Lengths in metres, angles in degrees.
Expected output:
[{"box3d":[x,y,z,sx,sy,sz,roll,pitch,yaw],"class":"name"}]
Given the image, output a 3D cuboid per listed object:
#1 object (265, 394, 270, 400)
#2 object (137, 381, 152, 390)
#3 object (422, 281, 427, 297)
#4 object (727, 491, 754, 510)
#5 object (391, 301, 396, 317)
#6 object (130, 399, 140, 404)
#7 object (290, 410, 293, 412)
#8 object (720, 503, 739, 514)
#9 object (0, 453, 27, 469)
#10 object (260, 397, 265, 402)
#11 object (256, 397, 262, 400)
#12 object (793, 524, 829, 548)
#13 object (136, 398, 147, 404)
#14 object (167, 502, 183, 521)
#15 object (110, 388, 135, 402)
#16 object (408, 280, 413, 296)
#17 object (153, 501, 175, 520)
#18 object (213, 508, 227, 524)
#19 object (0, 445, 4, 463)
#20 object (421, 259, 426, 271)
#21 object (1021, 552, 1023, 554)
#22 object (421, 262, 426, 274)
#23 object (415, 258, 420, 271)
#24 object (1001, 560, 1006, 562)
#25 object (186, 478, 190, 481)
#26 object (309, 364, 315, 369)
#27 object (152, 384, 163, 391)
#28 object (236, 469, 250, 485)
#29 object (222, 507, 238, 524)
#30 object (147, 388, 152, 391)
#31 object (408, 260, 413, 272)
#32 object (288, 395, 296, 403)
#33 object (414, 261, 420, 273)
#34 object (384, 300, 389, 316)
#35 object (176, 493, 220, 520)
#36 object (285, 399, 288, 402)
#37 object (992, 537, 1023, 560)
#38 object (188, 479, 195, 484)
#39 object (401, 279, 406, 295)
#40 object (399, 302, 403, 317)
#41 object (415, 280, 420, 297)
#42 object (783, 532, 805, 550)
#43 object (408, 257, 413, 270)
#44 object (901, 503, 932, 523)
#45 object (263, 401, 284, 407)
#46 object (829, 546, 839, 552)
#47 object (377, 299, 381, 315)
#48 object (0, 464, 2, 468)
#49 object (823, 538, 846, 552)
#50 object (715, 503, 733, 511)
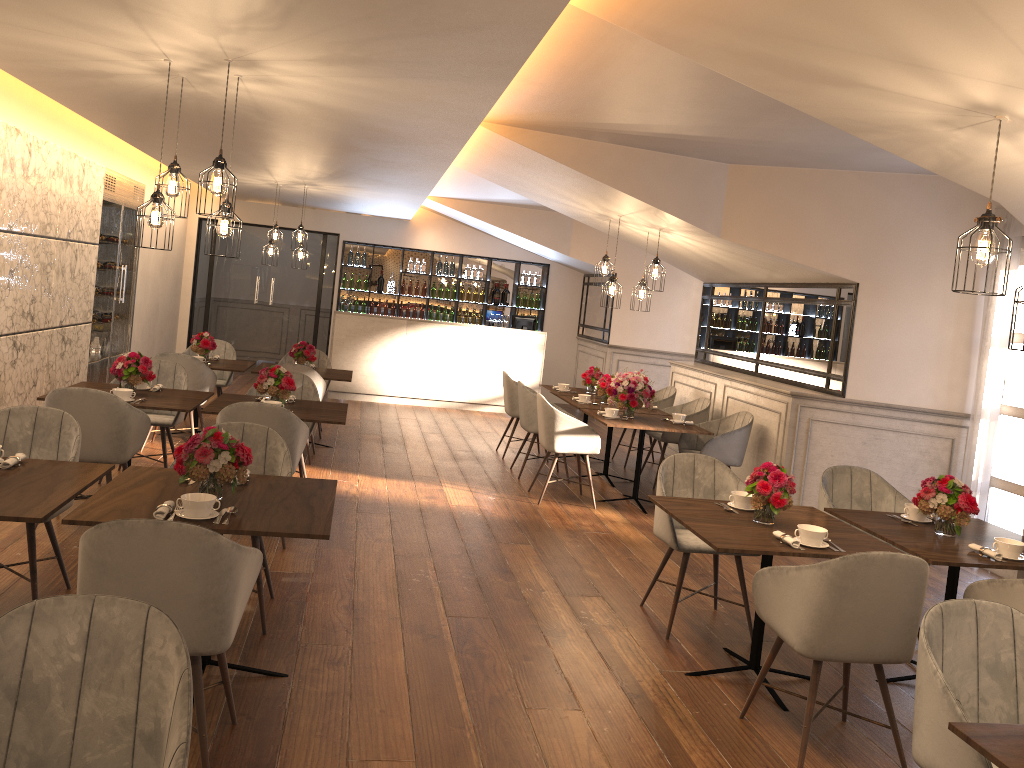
[{"box3d":[-1.691,0.081,6.333,0.149,0.072,0.148,9,6,33],"class":"object"},{"box3d":[-2.593,-0.001,6.179,0.149,0.072,0.148,9,6,33],"class":"object"},{"box3d":[-1.389,-1.509,14.071,0.065,0.261,0.066,5,3,-31],"class":"object"},{"box3d":[1.139,0.576,4.358,0.148,0.072,0.149,2,7,-42],"class":"object"},{"box3d":[-1.877,-1.190,14.008,0.065,0.261,0.066,5,3,-31],"class":"object"},{"box3d":[-2.389,0.110,5.625,0.022,0.004,0.212,5,6,-10],"class":"object"},{"box3d":[-1.452,0.189,5.779,0.043,0.015,0.198,5,6,-14],"class":"object"},{"box3d":[1.063,0.607,4.320,0.022,0.004,0.212,5,6,-10],"class":"object"},{"box3d":[-2.062,0.318,3.663,0.056,0.039,0.176,5,5,-10],"class":"object"},{"box3d":[-1.767,0.111,6.295,0.022,0.004,0.212,5,6,-10],"class":"object"},{"box3d":[-1.802,0.102,6.296,0.043,0.015,0.198,5,6,-14],"class":"object"},{"box3d":[1.273,0.648,3.764,0.148,0.072,0.149,2,7,-42],"class":"object"},{"box3d":[-2.353,0.108,5.624,0.043,0.015,0.198,5,6,-14],"class":"object"},{"box3d":[-1.219,0.460,3.201,0.025,0.024,0.193,5,6,-10],"class":"object"},{"box3d":[-2.458,0.071,5.585,0.149,0.072,0.148,9,6,33],"class":"object"},{"box3d":[-1.606,-1.529,14.034,0.065,0.261,0.066,5,3,-31],"class":"object"},{"box3d":[-1.250,0.451,3.186,0.056,0.039,0.176,5,5,-10],"class":"object"},{"box3d":[-1.068,0.483,3.245,0.022,0.004,0.212,5,6,-10],"class":"object"},{"box3d":[-2.172,0.291,3.643,0.148,0.072,0.149,3,6,-32],"class":"object"},{"box3d":[-1.397,-1.878,14.017,0.069,0.208,0.040,6,2,-10],"class":"object"},{"box3d":[2.305,0.769,3.962,0.043,0.015,0.198,5,6,-14],"class":"object"},{"box3d":[-1.401,-1.842,14.018,0.070,0.189,0.041,6,2,-10],"class":"object"},{"box3d":[-1.496,-1.887,14.000,0.069,0.208,0.040,6,2,-10],"class":"object"},{"box3d":[2.118,0.748,3.920,0.025,0.024,0.193,5,6,-10],"class":"object"},{"box3d":[-1.382,0.393,3.761,0.043,0.015,0.198,5,6,-14],"class":"object"},{"box3d":[-1.989,-0.175,8.814,0.056,0.039,0.176,5,5,-10],"class":"object"},{"box3d":[-2.483,0.026,6.199,0.056,0.039,0.176,5,5,-10],"class":"object"},{"box3d":[-1.161,0.399,3.818,0.056,0.039,0.176,5,5,-10],"class":"object"},{"box3d":[-1.032,0.481,3.243,0.043,0.015,0.198,5,6,-14],"class":"object"},{"box3d":[-2.516,0.031,6.184,0.025,0.024,0.193,5,6,-10],"class":"object"},{"box3d":[-1.598,-1.860,13.985,0.070,0.189,0.041,6,2,-10],"class":"object"},{"box3d":[-1.581,0.108,6.353,0.056,0.039,0.176,5,5,-10],"class":"object"},{"box3d":[-1.500,-1.851,14.002,0.070,0.189,0.041,6,2,-10],"class":"object"},{"box3d":[-1.985,-1.200,13.989,0.065,0.261,0.066,5,3,-31],"class":"object"},{"box3d":[-1.137,0.445,3.204,0.148,0.072,0.149,3,6,-32],"class":"object"},{"box3d":[-1.614,0.113,6.338,0.025,0.024,0.193,5,6,-10],"class":"object"},{"box3d":[2.200,0.732,3.923,0.148,0.072,0.149,2,7,-42],"class":"object"},{"box3d":[-1.347,0.403,3.760,0.022,0.004,0.212,5,6,-10],"class":"object"},{"box3d":[-1.714,-1.538,14.015,0.065,0.261,0.066,5,3,-31],"class":"object"},{"box3d":[-1.753,-1.179,14.029,0.065,0.261,0.066,5,3,-31],"class":"object"},{"box3d":[-1.498,-1.519,14.052,0.065,0.261,0.066,5,3,-31],"class":"object"},{"box3d":[1.191,0.664,3.761,0.025,0.024,0.193,5,6,-10],"class":"object"},{"box3d":[-1.595,-1.896,13.983,0.069,0.208,0.040,6,2,-10],"class":"object"},{"box3d":[2.066,0.660,4.516,0.148,0.072,0.149,2,7,-42],"class":"object"},{"box3d":[-1.557,0.153,5.740,0.149,0.072,0.148,9,6,33],"class":"object"},{"box3d":[1.342,0.687,3.804,0.022,0.004,0.212,5,6,-10],"class":"object"},{"box3d":[-2.093,-1.210,13.971,0.065,0.261,0.066,5,3,-31],"class":"object"},{"box3d":[-2.095,0.323,3.648,0.025,0.024,0.193,5,6,-10],"class":"object"},{"box3d":[1.378,0.685,3.803,0.043,0.015,0.198,5,6,-14],"class":"object"},{"box3d":[1.036,0.598,4.322,0.043,0.015,0.198,6,6,-6],"class":"object"}]
